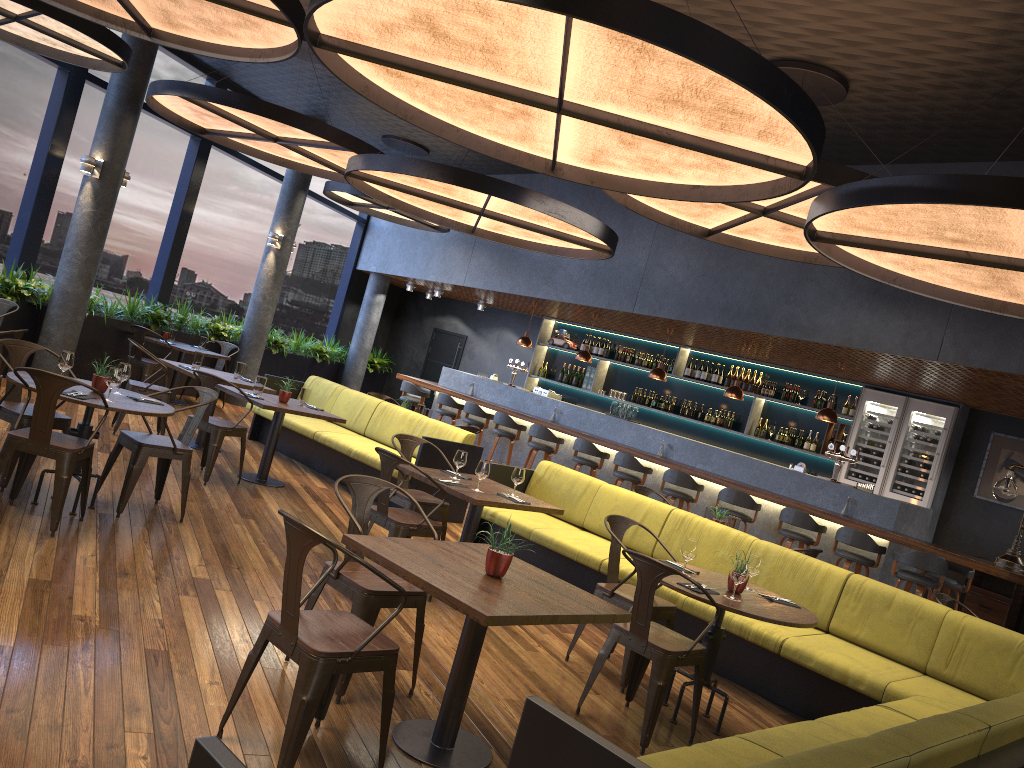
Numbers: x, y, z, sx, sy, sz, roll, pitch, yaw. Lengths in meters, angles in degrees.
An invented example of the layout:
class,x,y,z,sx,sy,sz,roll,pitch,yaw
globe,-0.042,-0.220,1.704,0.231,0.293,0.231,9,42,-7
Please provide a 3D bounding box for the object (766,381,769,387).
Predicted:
class,x,y,z,sx,sy,sz,roll,pitch,yaw
object,3.588,0.069,12.516,0.056,0.227,0.056,15,1,-44

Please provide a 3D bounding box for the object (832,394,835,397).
class,x,y,z,sx,sy,sz,roll,pitch,yaw
object,4.290,0.259,11.924,0.063,0.254,0.063,15,1,-38

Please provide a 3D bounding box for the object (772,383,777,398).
class,x,y,z,sx,sy,sz,roll,pitch,yaw
object,3.671,0.094,12.432,0.056,0.227,0.056,15,1,-44

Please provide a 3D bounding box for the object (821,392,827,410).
class,x,y,z,sx,sy,sz,roll,pitch,yaw
object,4.190,0.231,11.935,0.063,0.254,0.063,16,1,7

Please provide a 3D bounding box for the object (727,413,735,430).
class,x,y,z,sx,sy,sz,roll,pitch,yaw
object,3.184,0.538,12.845,0.063,0.254,0.063,16,1,16

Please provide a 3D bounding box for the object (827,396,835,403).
class,x,y,z,sx,sy,sz,roll,pitch,yaw
object,4.238,0.271,11.797,0.097,0.206,0.097,16,1,13

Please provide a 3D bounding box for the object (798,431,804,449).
class,x,y,z,sx,sy,sz,roll,pitch,yaw
object,3.939,0.760,12.093,0.063,0.254,0.063,15,1,-38

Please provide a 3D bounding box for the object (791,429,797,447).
class,x,y,z,sx,sy,sz,roll,pitch,yaw
object,3.869,0.739,12.200,0.063,0.254,0.063,16,1,7

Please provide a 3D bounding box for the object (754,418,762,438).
class,x,y,z,sx,sy,sz,roll,pitch,yaw
object,3.480,0.612,12.502,0.079,0.281,0.079,15,1,-42

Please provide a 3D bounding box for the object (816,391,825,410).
class,x,y,z,sx,sy,sz,roll,pitch,yaw
object,4.132,0.216,11.853,0.063,0.254,0.063,15,1,-18

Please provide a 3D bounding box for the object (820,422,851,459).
class,x,y,z,sx,sy,sz,roll,pitch,yaw
object,4.287,0.747,11.670,0.300,0.475,0.161,16,1,44

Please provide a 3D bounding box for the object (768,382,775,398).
class,x,y,z,sx,sy,sz,roll,pitch,yaw
object,3.631,0.083,12.387,0.056,0.227,0.056,16,1,31

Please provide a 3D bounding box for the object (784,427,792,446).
class,x,y,z,sx,sy,sz,roll,pitch,yaw
object,3.769,0.713,12.072,0.063,0.254,0.063,15,1,-43

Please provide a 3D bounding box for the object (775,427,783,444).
class,x,y,z,sx,sy,sz,roll,pitch,yaw
object,3.680,0.702,12.181,0.088,0.224,0.088,16,1,14

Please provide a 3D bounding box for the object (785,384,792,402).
class,x,y,z,sx,sy,sz,roll,pitch,yaw
object,3.839,0.128,12.306,0.063,0.254,0.063,16,1,6

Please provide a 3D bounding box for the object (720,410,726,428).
class,x,y,z,sx,sy,sz,roll,pitch,yaw
object,3.076,0.507,12.906,0.063,0.254,0.063,15,1,-18

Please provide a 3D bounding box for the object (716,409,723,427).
class,x,y,z,sx,sy,sz,roll,pitch,yaw
object,3.012,0.490,12.836,0.063,0.254,0.063,16,1,37

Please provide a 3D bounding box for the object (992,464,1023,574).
class,x,y,z,sx,sy,sz,roll,pitch,yaw
object,4.617,1.223,8.057,0.566,0.944,0.263,16,1,37

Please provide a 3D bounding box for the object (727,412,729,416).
class,x,y,z,sx,sy,sz,roll,pitch,yaw
object,3.144,0.525,12.954,0.063,0.254,0.063,15,1,-19

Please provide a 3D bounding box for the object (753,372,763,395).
class,x,y,z,sx,sy,sz,roll,pitch,yaw
object,3.528,-0.005,12.682,0.084,0.330,0.084,15,1,-39

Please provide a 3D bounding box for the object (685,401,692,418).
class,x,y,z,sx,sy,sz,roll,pitch,yaw
object,2.642,0.381,13.246,0.063,0.254,0.063,16,1,-9

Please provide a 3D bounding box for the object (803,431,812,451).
class,x,y,z,sx,sy,sz,roll,pitch,yaw
object,4.004,0.765,11.972,0.079,0.281,0.079,16,1,18

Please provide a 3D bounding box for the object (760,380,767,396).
class,x,y,z,sx,sy,sz,roll,pitch,yaw
object,3.546,0.058,12.472,0.056,0.227,0.056,16,1,6

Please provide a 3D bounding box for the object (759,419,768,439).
class,x,y,z,sx,sy,sz,roll,pitch,yaw
object,3.544,0.631,12.437,0.079,0.281,0.079,16,1,23

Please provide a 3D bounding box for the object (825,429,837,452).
class,x,y,z,sx,sy,sz,roll,pitch,yaw
object,4.226,0.777,11.722,0.091,0.369,0.092,16,1,13

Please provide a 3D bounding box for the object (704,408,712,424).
class,x,y,z,sx,sy,sz,roll,pitch,yaw
object,2.892,0.469,13.037,0.088,0.224,0.088,16,1,14

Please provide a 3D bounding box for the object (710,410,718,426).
class,x,y,z,sx,sy,sz,roll,pitch,yaw
object,2.965,0.491,12.963,0.088,0.224,0.088,15,1,-31

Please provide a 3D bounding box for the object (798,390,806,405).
class,x,y,z,sx,sy,sz,roll,pitch,yaw
object,3.939,0.183,12.077,0.097,0.206,0.097,16,1,13

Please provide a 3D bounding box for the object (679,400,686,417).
class,x,y,z,sx,sy,sz,roll,pitch,yaw
object,2.573,0.361,13.316,0.063,0.254,0.063,16,1,16

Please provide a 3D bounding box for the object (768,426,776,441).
class,x,y,z,sx,sy,sz,roll,pitch,yaw
object,3.597,0.686,12.298,0.097,0.206,0.097,16,1,13

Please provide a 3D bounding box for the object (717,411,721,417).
class,x,y,z,sx,sy,sz,roll,pitch,yaw
object,3.043,0.511,13.043,0.088,0.224,0.088,16,1,39

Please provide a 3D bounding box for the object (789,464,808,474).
class,x,y,z,sx,sy,sz,roll,pitch,yaw
object,3.837,1.350,11.999,0.310,0.492,0.204,16,1,44

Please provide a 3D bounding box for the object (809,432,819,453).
class,x,y,z,sx,sy,sz,roll,pitch,yaw
object,4.069,0.784,11.907,0.079,0.281,0.079,16,1,38

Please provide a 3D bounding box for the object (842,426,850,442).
class,x,y,z,sx,sy,sz,roll,pitch,yaw
object,4.369,0.656,11.619,0.097,0.206,0.097,16,1,-6

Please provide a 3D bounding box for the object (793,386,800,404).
class,x,y,z,sx,sy,sz,roll,pitch,yaw
object,3.919,0.151,12.227,0.063,0.254,0.063,16,1,31

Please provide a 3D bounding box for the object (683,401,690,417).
class,x,y,z,sx,sy,sz,roll,pitch,yaw
object,2.648,0.381,13.394,0.063,0.254,0.063,16,1,31

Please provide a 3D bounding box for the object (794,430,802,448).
class,x,y,z,sx,sy,sz,roll,pitch,yaw
object,3.889,0.747,12.028,0.063,0.254,0.063,16,1,7

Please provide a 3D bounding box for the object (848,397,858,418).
class,x,y,z,sx,sy,sz,roll,pitch,yaw
object,4.487,0.305,11.632,0.079,0.281,0.079,16,1,13

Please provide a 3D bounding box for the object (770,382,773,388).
class,x,y,z,sx,sy,sz,roll,pitch,yaw
object,3.628,0.081,12.475,0.056,0.227,0.056,16,1,6

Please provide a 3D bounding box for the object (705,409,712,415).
class,x,y,z,sx,sy,sz,roll,pitch,yaw
object,2.911,0.482,13.170,0.097,0.206,0.097,15,1,-15

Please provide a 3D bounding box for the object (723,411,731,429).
class,x,y,z,sx,sy,sz,roll,pitch,yaw
object,3.105,0.517,12.775,0.063,0.254,0.063,15,1,-39

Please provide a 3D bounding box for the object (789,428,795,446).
class,x,y,z,sx,sy,sz,roll,pitch,yaw
object,3.819,0.726,12.134,0.063,0.254,0.063,15,1,-18

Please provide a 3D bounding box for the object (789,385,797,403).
class,x,y,z,sx,sy,sz,roll,pitch,yaw
object,3.857,0.135,12.159,0.063,0.254,0.063,16,1,16

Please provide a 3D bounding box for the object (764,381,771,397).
class,x,y,z,sx,sy,sz,roll,pitch,yaw
object,3.588,0.070,12.430,0.056,0.227,0.056,16,1,21

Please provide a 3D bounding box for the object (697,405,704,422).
class,x,y,z,sx,sy,sz,roll,pitch,yaw
object,2.822,0.432,13.230,0.063,0.254,0.063,16,1,2

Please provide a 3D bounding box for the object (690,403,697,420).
class,x,y,z,sx,sy,sz,roll,pitch,yaw
object,2.735,0.406,13.307,0.063,0.254,0.063,16,1,16

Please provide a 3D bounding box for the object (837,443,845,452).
class,x,y,z,sx,sy,sz,roll,pitch,yaw
object,4.306,0.881,11.622,0.097,0.206,0.097,16,1,-6

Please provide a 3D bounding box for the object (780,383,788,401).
class,x,y,z,sx,sy,sz,roll,pitch,yaw
object,3.767,0.109,12.238,0.063,0.254,0.063,16,1,41

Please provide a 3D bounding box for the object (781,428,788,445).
class,x,y,z,sx,sy,sz,roll,pitch,yaw
object,3.765,0.725,12.249,0.088,0.224,0.088,16,1,39

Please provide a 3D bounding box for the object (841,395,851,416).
class,x,y,z,sx,sy,sz,roll,pitch,yaw
object,4.421,0.286,11.698,0.079,0.281,0.079,15,1,-37

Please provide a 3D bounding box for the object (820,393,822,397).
class,x,y,z,sx,sy,sz,roll,pitch,yaw
object,4.181,0.228,12.029,0.063,0.254,0.063,15,1,-18

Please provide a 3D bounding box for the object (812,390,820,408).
class,x,y,z,sx,sy,sz,roll,pitch,yaw
object,4.108,0.208,11.962,0.063,0.254,0.063,16,1,-4
